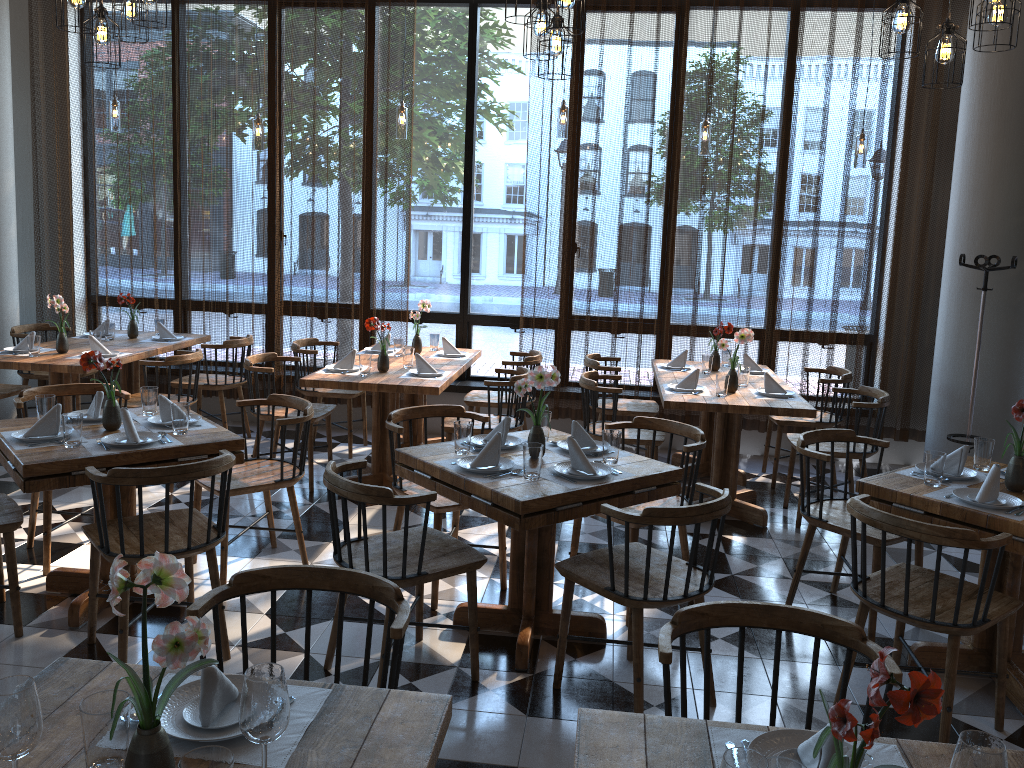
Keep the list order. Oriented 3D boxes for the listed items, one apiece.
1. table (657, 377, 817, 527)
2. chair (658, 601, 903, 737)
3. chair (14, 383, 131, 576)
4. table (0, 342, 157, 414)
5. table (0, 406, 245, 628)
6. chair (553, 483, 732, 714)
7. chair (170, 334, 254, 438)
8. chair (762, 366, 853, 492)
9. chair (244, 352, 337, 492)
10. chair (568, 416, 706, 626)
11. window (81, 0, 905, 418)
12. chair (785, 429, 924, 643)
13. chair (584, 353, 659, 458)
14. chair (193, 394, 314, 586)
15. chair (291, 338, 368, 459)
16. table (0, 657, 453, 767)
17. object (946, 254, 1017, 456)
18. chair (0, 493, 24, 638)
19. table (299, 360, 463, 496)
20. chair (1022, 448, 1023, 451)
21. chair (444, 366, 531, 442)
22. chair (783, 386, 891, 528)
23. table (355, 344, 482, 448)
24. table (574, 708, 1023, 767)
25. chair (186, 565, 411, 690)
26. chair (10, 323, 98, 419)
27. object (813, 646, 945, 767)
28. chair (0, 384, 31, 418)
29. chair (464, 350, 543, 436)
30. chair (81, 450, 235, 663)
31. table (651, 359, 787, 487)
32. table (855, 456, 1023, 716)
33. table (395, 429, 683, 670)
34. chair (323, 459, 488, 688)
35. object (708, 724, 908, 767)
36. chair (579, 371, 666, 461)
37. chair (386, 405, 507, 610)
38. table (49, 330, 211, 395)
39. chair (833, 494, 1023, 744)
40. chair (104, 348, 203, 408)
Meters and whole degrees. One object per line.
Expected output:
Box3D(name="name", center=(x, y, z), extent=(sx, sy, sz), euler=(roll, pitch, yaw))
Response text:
Box3D(name="table", center=(1.323, 0.425, 5.485), extent=(0.850, 0.759, 0.855), euler=(3, 9, 6))
Box3D(name="chair", center=(0.569, 0.983, 1.972), extent=(0.519, 0.812, 0.553), euler=(3, 8, 6))
Box3D(name="chair", center=(-2.166, 0.446, 4.425), extent=(0.520, 0.812, 0.552), euler=(-4, 11, -38))
Box3D(name="table", center=(-3.002, 0.171, 5.957), extent=(0.850, 0.759, 0.855), euler=(3, 9, 6))
Box3D(name="table", center=(-1.759, 0.576, 3.926), extent=(0.865, 0.759, 0.868), euler=(-5, 11, -38))
Box3D(name="chair", center=(0.481, 0.760, 3.226), extent=(0.520, 0.812, 0.552), euler=(-4, 11, -38))
Box3D(name="chair", center=(-2.254, 0.040, 6.721), extent=(0.550, 0.812, 0.522), euler=(3, 8, 6))
Box3D(name="chair", center=(2.072, 0.294, 6.249), extent=(0.550, 0.812, 0.522), euler=(3, 8, 6))
Box3D(name="chair", center=(-1.460, 0.234, 5.793), extent=(0.550, 0.812, 0.522), euler=(3, 8, 6))
Box3D(name="chair", center=(0.585, 0.607, 4.125), extent=(0.550, 0.812, 0.522), euler=(-4, 11, -38))
Box3D(name="window", center=(-4.852, -1.599, 6.597), extent=(15.129, 3.148, 4.520), euler=(-1, 10, -17))
Box3D(name="chair", center=(1.557, 0.664, 4.019), extent=(0.520, 0.812, 0.552), euler=(-4, 11, -38))
Box3D(name="chair", center=(0.776, 0.218, 6.391), extent=(0.550, 0.812, 0.522), euler=(3, 8, 6))
Box3D(name="chair", center=(-1.261, 0.499, 4.326), extent=(0.550, 0.812, 0.522), euler=(-4, 11, -38))
Box3D(name="chair", center=(-1.364, 0.092, 6.624), extent=(0.550, 0.812, 0.522), euler=(3, 8, 6))
Box3D(name="table", center=(-0.605, 1.052, 1.473), extent=(0.850, 0.759, 0.855), euler=(3, 9, 6))
Box3D(name="object", center=(2.982, -0.001, 5.715), extent=(0.375, 1.649, 0.376), euler=(6, 9, 28))
Box3D(name="chair", center=(-2.270, 0.599, 3.527), extent=(0.550, 0.812, 0.522), euler=(-4, 11, -38))
Box3D(name="table", center=(-0.817, 0.299, 5.718), extent=(0.850, 0.759, 0.855), euler=(3, 9, 6))
Box3D(name="chair", center=(2.462, 0.717, 3.920), extent=(0.550, 0.812, 0.522), euler=(-4, 11, -38))
Box3D(name="chair", center=(-0.164, 0.310, 5.651), extent=(0.550, 0.812, 0.522), euler=(3, 8, 6))
Box3D(name="chair", center=(1.976, 0.436, 5.417), extent=(0.550, 0.812, 0.522), euler=(3, 8, 6))
Box3D(name="table", center=(-0.719, 0.155, 6.562), extent=(0.850, 0.759, 0.855), euler=(3, 9, 6))
Box3D(name="table", center=(0.490, 1.116, 1.353), extent=(0.850, 0.759, 0.855), euler=(3, 9, 6))
Box3D(name="chair", center=(-0.525, 0.919, 2.092), extent=(0.519, 0.812, 0.553), euler=(3, 8, 6))
Box3D(name="chair", center=(-3.550, -0.036, 6.863), extent=(0.550, 0.812, 0.522), euler=(3, 8, 6))
Box3D(name="object", center=(0.525, 0.565, 1.281), extent=(0.171, 0.353, 0.157), euler=(2, 8, 0))
Box3D(name="chair", center=(-3.646, 0.106, 6.031), extent=(0.550, 0.812, 0.522), euler=(3, 8, 6))
Box3D(name="chair", center=(-0.068, 0.168, 6.482), extent=(0.550, 0.812, 0.522), euler=(3, 8, 6))
Box3D(name="chair", center=(-1.365, 0.652, 3.428), extent=(0.520, 0.812, 0.552), euler=(-4, 11, -38))
Box3D(name="table", center=(1.421, 0.281, 6.329), extent=(0.850, 0.759, 0.855), euler=(3, 9, 6))
Box3D(name="table", center=(1.953, 0.794, 3.521), extent=(0.865, 0.759, 0.868), euler=(-5, 11, -38))
Box3D(name="table", center=(0.087, 0.684, 3.724), extent=(0.865, 0.759, 0.868), euler=(-5, 11, -38))
Box3D(name="chair", center=(-0.424, 0.707, 3.325), extent=(0.550, 0.812, 0.522), euler=(-4, 11, -38))
Box3D(name="object", center=(0.541, 0.628, 1.554), extent=(0.352, 0.136, 0.273), euler=(3, 10, 6))
Box3D(name="chair", center=(0.680, 0.359, 5.559), extent=(0.550, 0.812, 0.522), euler=(3, 8, 6))
Box3D(name="chair", center=(-0.320, 0.554, 4.224), extent=(0.520, 0.812, 0.552), euler=(-4, 11, -38))
Box3D(name="table", center=(-2.904, 0.027, 6.801), extent=(0.850, 0.759, 0.855), euler=(3, 9, 6))
Box3D(name="chair", center=(1.453, 0.817, 3.121), extent=(0.550, 0.812, 0.522), euler=(-4, 11, -38))
Box3D(name="chair", center=(-2.350, 0.182, 5.889), extent=(0.550, 0.812, 0.522), euler=(3, 8, 6))
